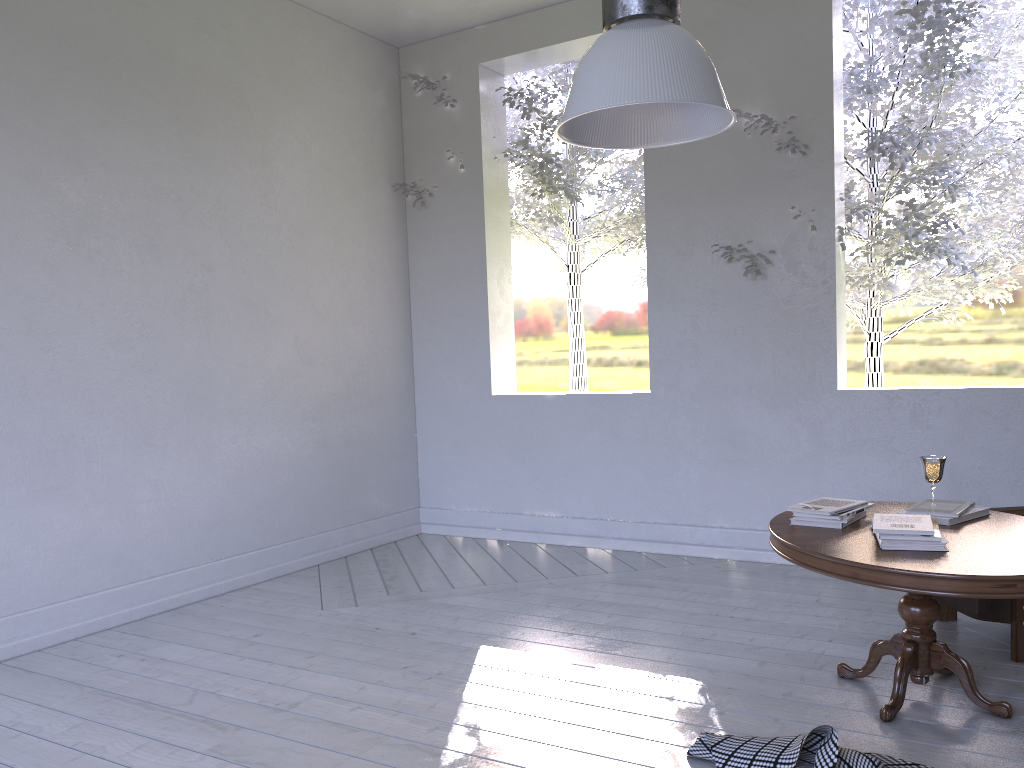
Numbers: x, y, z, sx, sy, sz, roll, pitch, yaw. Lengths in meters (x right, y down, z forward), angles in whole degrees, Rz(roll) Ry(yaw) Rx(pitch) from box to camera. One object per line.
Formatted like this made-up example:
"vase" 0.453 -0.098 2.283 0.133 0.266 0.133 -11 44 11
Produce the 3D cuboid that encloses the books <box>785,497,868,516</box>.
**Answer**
"books" 0.882 0.341 2.480 0.216 0.011 0.135 -4 2 -42

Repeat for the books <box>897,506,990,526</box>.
"books" 1.202 0.360 2.466 0.231 0.018 0.146 -3 2 -37

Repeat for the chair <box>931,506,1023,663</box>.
"chair" 1.654 0.505 2.729 0.703 0.555 0.496 -2 3 -3

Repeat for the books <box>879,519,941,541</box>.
"books" 0.984 0.358 2.197 0.134 0.010 0.241 -2 2 23

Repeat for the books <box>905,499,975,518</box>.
"books" 1.196 0.345 2.472 0.135 0.011 0.215 -1 2 38

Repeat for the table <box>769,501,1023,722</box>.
"table" 1.063 0.596 2.311 0.736 0.433 0.950 -2 2 2

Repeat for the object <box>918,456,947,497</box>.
"object" 1.249 0.291 2.629 0.076 0.149 0.076 0 4 27

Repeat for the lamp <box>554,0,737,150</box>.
"lamp" 0.250 -0.797 1.729 0.355 0.584 0.354 -4 4 -31

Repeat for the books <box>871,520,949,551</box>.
"books" 0.985 0.375 2.207 0.148 0.021 0.279 -2 2 18

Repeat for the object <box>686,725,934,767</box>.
"object" 0.876 0.664 1.509 0.496 0.396 1.495 -4 2 -28

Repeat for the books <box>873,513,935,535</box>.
"books" 0.973 0.348 2.204 0.135 0.010 0.214 -2 2 23

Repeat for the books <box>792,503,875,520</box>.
"books" 0.902 0.351 2.481 0.134 0.010 0.241 -1 2 43

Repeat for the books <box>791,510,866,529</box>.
"books" 0.890 0.374 2.490 0.141 0.015 0.222 -1 2 38

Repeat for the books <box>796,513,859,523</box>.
"books" 0.892 0.362 2.480 0.135 0.010 0.215 -1 2 33
